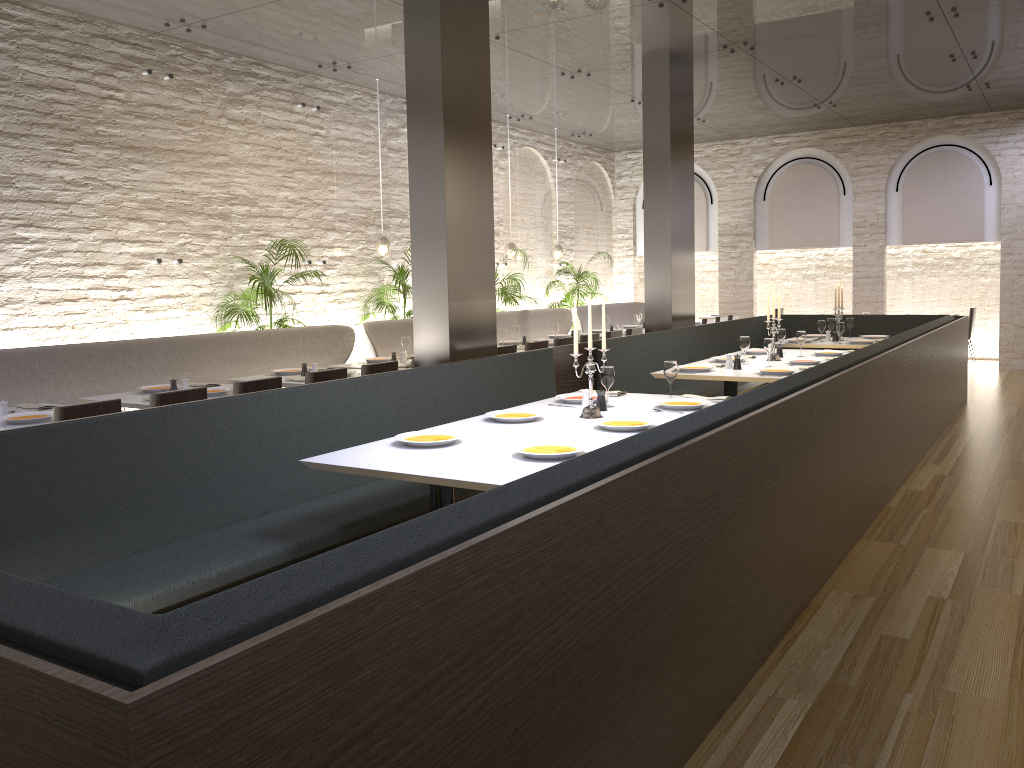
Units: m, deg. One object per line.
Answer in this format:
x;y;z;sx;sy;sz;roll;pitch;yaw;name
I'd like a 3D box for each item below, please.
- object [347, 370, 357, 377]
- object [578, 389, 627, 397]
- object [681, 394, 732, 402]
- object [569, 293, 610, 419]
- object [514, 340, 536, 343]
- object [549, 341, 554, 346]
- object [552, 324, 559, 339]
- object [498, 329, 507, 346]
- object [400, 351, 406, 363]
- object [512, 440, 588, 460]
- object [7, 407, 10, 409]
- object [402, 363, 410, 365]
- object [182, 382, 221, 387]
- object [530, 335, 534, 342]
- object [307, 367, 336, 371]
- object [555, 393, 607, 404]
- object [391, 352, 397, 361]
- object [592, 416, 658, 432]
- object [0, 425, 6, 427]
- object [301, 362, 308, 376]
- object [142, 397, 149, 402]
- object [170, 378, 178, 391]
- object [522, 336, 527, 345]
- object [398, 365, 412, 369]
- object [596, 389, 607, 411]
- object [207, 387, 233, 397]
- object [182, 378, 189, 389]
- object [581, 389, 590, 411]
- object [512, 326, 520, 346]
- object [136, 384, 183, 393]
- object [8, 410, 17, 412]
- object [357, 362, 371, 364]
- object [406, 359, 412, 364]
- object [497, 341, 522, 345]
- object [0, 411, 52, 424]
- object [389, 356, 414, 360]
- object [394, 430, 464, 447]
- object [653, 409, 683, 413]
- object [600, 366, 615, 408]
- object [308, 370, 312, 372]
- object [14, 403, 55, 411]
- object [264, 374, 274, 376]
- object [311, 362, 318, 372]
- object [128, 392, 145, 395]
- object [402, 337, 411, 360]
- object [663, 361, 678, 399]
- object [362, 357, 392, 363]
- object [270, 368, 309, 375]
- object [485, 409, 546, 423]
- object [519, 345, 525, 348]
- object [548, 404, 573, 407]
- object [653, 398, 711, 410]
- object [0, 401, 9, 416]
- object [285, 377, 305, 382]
-1.409;-0.077;7.132;0.321;0.036;0.323;0;7;10;object
0.574;0.053;5.612;0.273;0.033;0.143;3;8;32;object
1.157;0.082;5.247;0.273;0.033;0.143;3;8;32;object
0.414;-0.150;4.682;0.132;0.655;0.391;3;6;43;object
0.170;-0.508;10.619;0.273;0.033;0.143;3;8;32;object
0.427;-0.456;10.052;0.321;0.036;0.323;0;7;10;object
0.505;-0.586;10.302;0.086;0.230;0.087;-3;5;-16;object
-0.098;-0.461;9.343;0.086;0.230;0.086;2;6;38;object
-1.008;-0.247;8.187;0.059;0.109;0.059;3;6;40;object
0.159;0.281;3.710;0.321;0.036;0.323;0;7;8;object
-3.191;0.174;5.307;0.321;0.036;0.323;0;7;10;object
-0.909;-0.174;7.937;0.181;0.015;0.038;3;8;33;object
-2.330;0.007;6.643;0.273;0.033;0.143;3;8;32;object
0.227;-0.502;10.150;0.059;0.109;0.059;1;5;24;object
-1.666;-0.130;7.699;0.273;0.033;0.143;3;8;32;object
0.420;0.090;5.317;0.322;0.036;0.322;-6;8;-38;object
-1.092;-0.245;8.186;0.059;0.109;0.059;3;6;40;object
0.553;0.200;4.337;0.321;0.036;0.323;0;7;8;object
-2.838;0.224;4.868;0.181;0.015;0.038;3;8;33;object
-1.693;-0.121;7.230;0.059;0.109;0.059;1;5;24;object
-2.265;0.106;5.774;0.273;0.033;0.143;3;8;32;object
-2.357;0.015;6.173;0.059;0.109;0.059;1;5;24;object
0.143;-0.500;10.149;0.059;0.109;0.059;1;5;24;object
-0.999;-0.155;7.786;0.273;0.033;0.143;3;8;32;object
0.497;0.090;4.933;0.069;0.126;0.069;1;5;26;object
-2.073;0.060;6.076;0.321;0.036;0.323;0;7;10;object
-2.273;0.013;6.175;0.059;0.109;0.059;1;5;24;object
0.418;0.090;4.954;0.069;0.126;0.069;1;5;26;object
0.048;-0.547;10.055;0.086;0.230;0.087;-3;5;-16;object
-2.527;0.037;6.363;0.321;0.036;0.323;0;7;10;object
-3.100;0.162;5.459;0.181;0.015;0.038;3;8;33;object
-1.363;-0.194;8.224;0.185;0.010;0.017;3;7;32;object
-0.807;-0.201;8.089;0.322;0.036;0.322;-4;7;-23;object
-0.027;-0.478;10.339;0.321;0.036;0.323;0;7;10;object
-2.737;0.196;5.020;0.321;0.036;0.323;0;7;10;object
-1.065;-0.254;8.655;0.273;0.033;0.143;3;8;32;object
-0.378;0.255;4.049;0.321;0.036;0.323;0;7;8;object
0.845;0.147;4.808;0.181;0.015;0.038;3;8;33;object
0.546;0.017;5.070;0.086;0.230;0.087;3;6;44;object
-1.772;-0.112;7.572;0.181;0.015;0.038;3;8;33;object
-2.994;0.144;5.586;0.273;0.033;0.143;3;8;32;object
-1.964;-0.070;7.267;0.185;0.010;0.017;3;7;32;object
-1.609;-0.124;7.231;0.059;0.109;0.059;1;5;24;object
-2.628;0.067;6.211;0.185;0.010;0.017;3;7;32;object
-1.000;-0.331;8.388;0.086;0.230;0.087;-3;5;-16;object
0.952;-0.021;5.317;0.086;0.230;0.087;3;6;44;object
-1.261;-0.224;8.376;0.322;0.036;0.322;-4;7;-23;object
-1.863;-0.100;7.419;0.321;0.036;0.323;0;7;10;object
0.016;0.173;4.675;0.321;0.036;0.323;0;7;8;object
0.235;-0.409;9.750;0.273;0.033;0.143;3;8;32;object
0.291;0.125;5.129;0.185;0.010;0.017;3;7;32;object
0.956;0.117;4.979;0.322;0.036;0.322;-6;8;-38;object
-2.938;0.150;5.118;0.059;0.109;0.059;1;5;24;object
-1.601;-0.031;6.830;0.273;0.033;0.143;3;8;32;object
